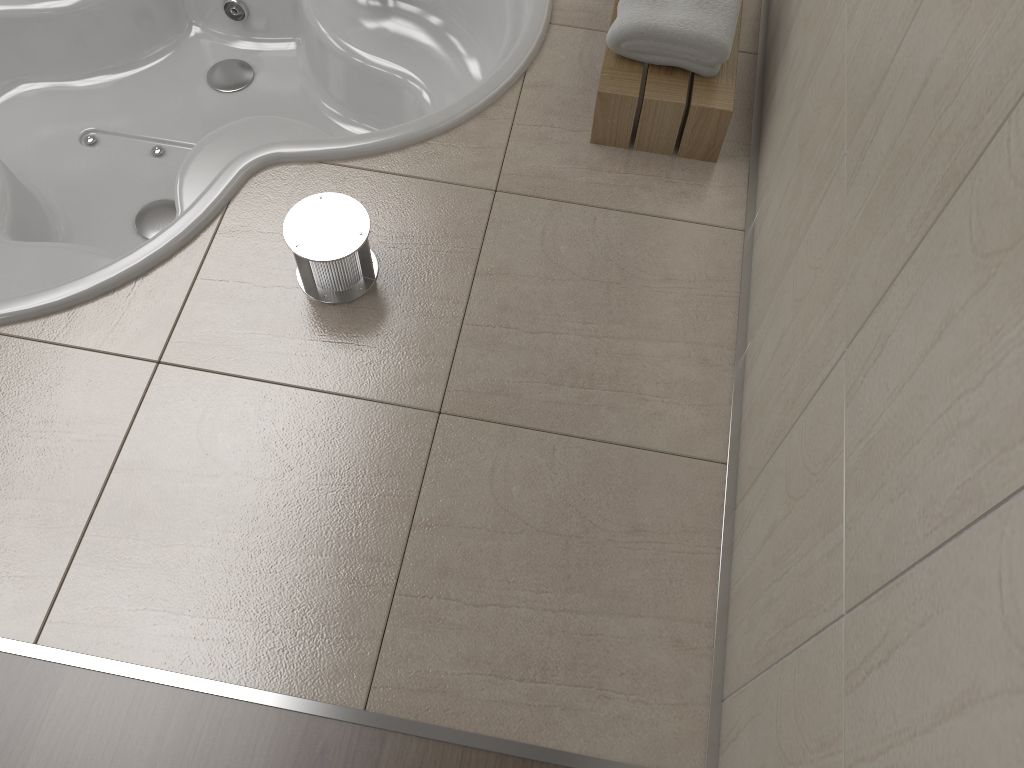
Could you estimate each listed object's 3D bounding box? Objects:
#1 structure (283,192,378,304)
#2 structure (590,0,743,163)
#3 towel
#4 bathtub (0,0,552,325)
[{"bbox_3d":[-0.322,-0.241,1.587,0.150,0.131,0.150,18,62,8],"label":"structure"},{"bbox_3d":[0.405,-1.054,2.050,0.260,0.140,1.280,10,61,4],"label":"structure"},{"bbox_3d":[0.335,-0.769,1.756,0.233,0.099,0.331,14,62,6],"label":"towel"},{"bbox_3d":[-0.932,-0.832,2.328,1.751,0.674,1.754,-31,66,-17],"label":"bathtub"}]
